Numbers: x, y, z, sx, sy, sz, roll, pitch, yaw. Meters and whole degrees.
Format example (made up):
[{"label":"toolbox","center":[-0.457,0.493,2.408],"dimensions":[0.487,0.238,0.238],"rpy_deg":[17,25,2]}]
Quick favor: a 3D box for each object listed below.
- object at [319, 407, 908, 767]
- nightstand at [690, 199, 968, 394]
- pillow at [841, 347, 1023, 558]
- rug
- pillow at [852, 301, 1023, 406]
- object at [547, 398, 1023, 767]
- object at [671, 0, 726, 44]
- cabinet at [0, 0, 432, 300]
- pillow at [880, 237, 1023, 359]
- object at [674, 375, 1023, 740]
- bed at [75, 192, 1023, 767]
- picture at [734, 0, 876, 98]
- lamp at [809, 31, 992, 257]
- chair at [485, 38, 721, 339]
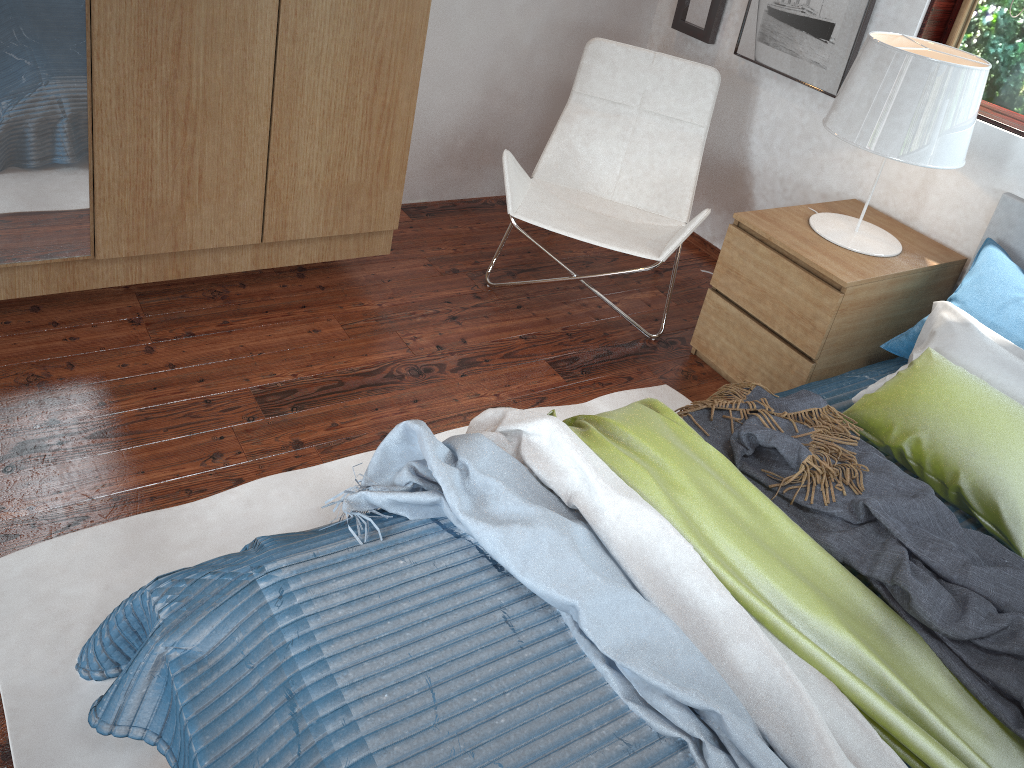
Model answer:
[{"label":"object","center":[0.367,0.721,1.139],"dimensions":[0.545,0.350,2.282],"rpy_deg":[-12,40,-35]},{"label":"nightstand","center":[0.985,-0.233,2.777],"dimensions":[0.616,0.503,0.455],"rpy_deg":[-10,37,-33]},{"label":"pillow","center":[1.288,0.377,1.659],"dimensions":[0.314,0.204,1.467],"rpy_deg":[-9,38,-31]},{"label":"rug","center":[0.431,0.942,1.210],"dimensions":[1.823,0.046,2.886],"rpy_deg":[-11,39,-31]},{"label":"pillow","center":[1.246,0.098,2.042],"dimensions":[0.480,0.334,0.924],"rpy_deg":[-13,40,-35]},{"label":"object","center":[0.674,0.717,1.338],"dimensions":[0.499,0.416,2.231],"rpy_deg":[-11,39,-35]},{"label":"object","center":[0.750,-1.504,3.495],"dimensions":[0.041,0.209,0.237],"rpy_deg":[-6,35,-33]},{"label":"cabinet","center":[-1.221,-1.338,1.910],"dimensions":[2.229,2.237,0.619],"rpy_deg":[-10,35,-34]},{"label":"pillow","center":[1.485,-0.015,2.232],"dimensions":[0.352,0.307,0.969],"rpy_deg":[-10,38,-33]},{"label":"object","center":[0.910,0.582,1.355],"dimensions":[0.630,0.379,2.281],"rpy_deg":[-4,36,-24]},{"label":"bed","center":[0.890,0.560,1.341],"dimensions":[2.604,0.718,2.278],"rpy_deg":[-11,39,-31]},{"label":"picture","center":[1.035,-1.329,3.078],"dimensions":[0.043,0.470,0.537],"rpy_deg":[-6,35,-33]},{"label":"lamp","center":[1.105,-0.695,2.550],"dimensions":[0.412,0.547,0.430],"rpy_deg":[-11,37,-36]},{"label":"chair","center":[0.356,-0.720,3.050],"dimensions":[0.705,0.742,0.852],"rpy_deg":[18,31,10]}]
